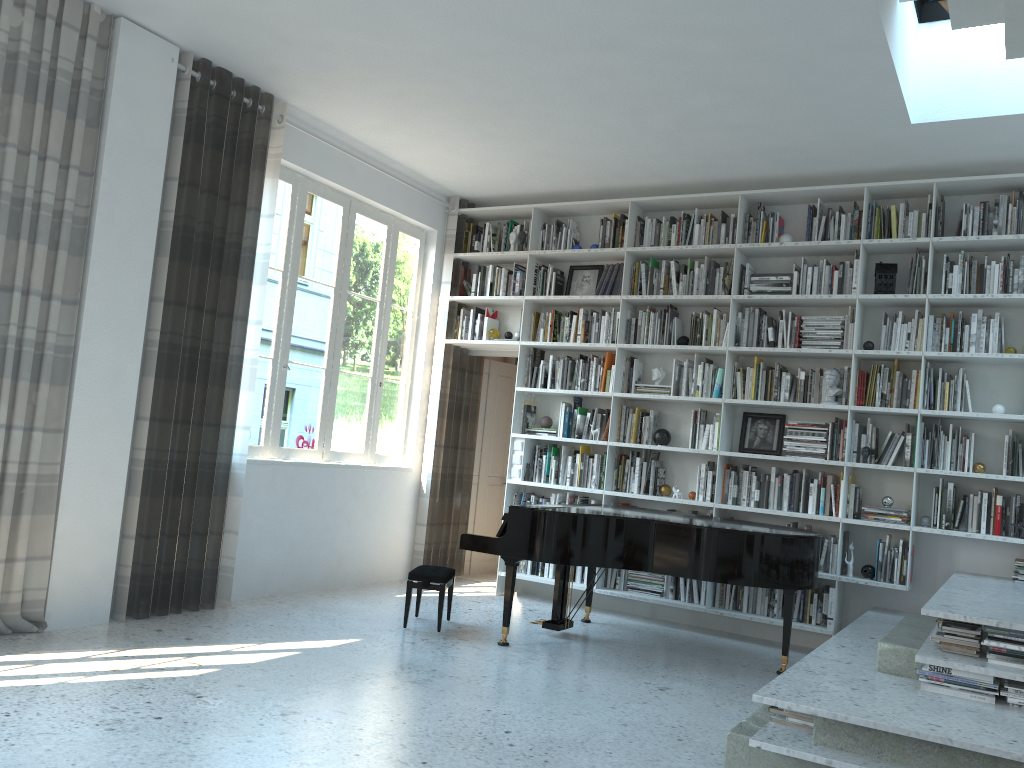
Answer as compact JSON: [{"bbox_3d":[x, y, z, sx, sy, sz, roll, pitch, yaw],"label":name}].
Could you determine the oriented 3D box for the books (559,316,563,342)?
[{"bbox_3d":[0.426,-0.417,7.128,0.012,0.230,0.149,3,-4,30],"label":"books"}]

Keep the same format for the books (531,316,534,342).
[{"bbox_3d":[0.206,-0.431,7.245,0.022,0.232,0.151,3,-4,30],"label":"books"}]

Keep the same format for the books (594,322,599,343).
[{"bbox_3d":[0.689,-0.381,6.969,0.022,0.186,0.137,3,-4,30],"label":"books"}]

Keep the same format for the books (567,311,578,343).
[{"bbox_3d":[0.493,-0.435,7.079,0.014,0.272,0.180,3,-4,30],"label":"books"}]

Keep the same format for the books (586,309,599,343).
[{"bbox_3d":[0.637,-0.434,7.004,0.025,0.286,0.161,3,-4,30],"label":"books"}]

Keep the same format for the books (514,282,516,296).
[{"bbox_3d":[0.073,-0.778,7.371,0.031,0.182,0.151,3,-4,30],"label":"books"}]

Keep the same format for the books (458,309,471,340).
[{"bbox_3d":[-0.394,-0.488,7.589,0.023,0.281,0.170,3,-4,30],"label":"books"}]

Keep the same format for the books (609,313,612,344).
[{"bbox_3d":[0.806,-0.414,6.911,0.024,0.265,0.155,3,-4,30],"label":"books"}]

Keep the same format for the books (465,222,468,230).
[{"bbox_3d":[-0.383,-1.232,7.677,0.012,0.307,0.180,3,-4,30],"label":"books"}]

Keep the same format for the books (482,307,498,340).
[{"bbox_3d":[-0.185,-0.485,7.472,0.013,0.298,0.179,3,-4,30],"label":"books"}]

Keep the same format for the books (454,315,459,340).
[{"bbox_3d":[-0.436,-0.463,7.609,0.013,0.228,0.179,3,-4,30],"label":"books"}]

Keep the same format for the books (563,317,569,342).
[{"bbox_3d":[0.469,-0.410,7.084,0.031,0.217,0.173,3,-4,30],"label":"books"}]

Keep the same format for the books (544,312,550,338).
[{"bbox_3d":[0.308,-0.440,7.188,0.010,0.262,0.151,3,-4,30],"label":"books"}]

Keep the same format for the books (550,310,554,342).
[{"bbox_3d":[0.359,-0.447,7.157,0.020,0.280,0.164,3,-4,30],"label":"books"}]

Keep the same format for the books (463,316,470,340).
[{"bbox_3d":[-0.358,-0.455,7.565,0.010,0.220,0.181,3,-4,30],"label":"books"}]

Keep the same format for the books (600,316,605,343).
[{"bbox_3d":[0.739,-0.402,6.923,0.030,0.230,0.172,3,-4,30],"label":"books"}]

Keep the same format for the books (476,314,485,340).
[{"bbox_3d":[-0.238,-0.458,7.475,0.021,0.236,0.189,3,-4,30],"label":"books"}]

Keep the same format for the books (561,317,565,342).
[{"bbox_3d":[0.439,-0.411,7.101,0.014,0.218,0.164,3,-4,30],"label":"books"}]

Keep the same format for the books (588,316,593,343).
[{"bbox_3d":[0.646,-0.408,6.983,0.013,0.232,0.171,3,-4,30],"label":"books"}]

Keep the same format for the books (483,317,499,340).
[{"bbox_3d":[-0.177,-0.442,7.447,0.029,0.211,0.187,3,-4,30],"label":"books"}]

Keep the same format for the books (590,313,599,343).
[{"bbox_3d":[0.672,-0.419,6.986,0.029,0.260,0.158,3,-4,30],"label":"books"}]

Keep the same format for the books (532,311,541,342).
[{"bbox_3d":[0.218,-0.446,7.230,0.012,0.263,0.180,3,-4,30],"label":"books"}]

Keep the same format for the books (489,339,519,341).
[{"bbox_3d":[-0.032,-0.357,7.378,0.285,0.012,0.159,3,-5,32],"label":"books"}]

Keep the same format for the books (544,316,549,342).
[{"bbox_3d":[0.322,-0.423,7.173,0.030,0.229,0.172,3,-4,30],"label":"books"}]

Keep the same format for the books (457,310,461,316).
[{"bbox_3d":[-0.449,-0.487,7.607,0.011,0.272,0.189,3,-4,30],"label":"books"}]

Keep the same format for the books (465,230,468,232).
[{"bbox_3d":[-0.369,-1.197,7.680,0.011,0.241,0.151,3,-4,30],"label":"books"}]

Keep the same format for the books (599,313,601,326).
[{"bbox_3d":[0.714,-0.416,6.965,0.035,0.260,0.131,3,-4,30],"label":"books"}]

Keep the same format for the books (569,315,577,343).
[{"bbox_3d":[0.520,-0.416,7.066,0.047,0.238,0.162,3,-4,30],"label":"books"}]

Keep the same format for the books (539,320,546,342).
[{"bbox_3d":[0.281,-0.409,7.181,0.026,0.195,0.175,3,-4,30],"label":"books"}]

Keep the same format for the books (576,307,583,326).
[{"bbox_3d":[0.551,-0.447,7.055,0.014,0.303,0.151,3,-4,30],"label":"books"}]

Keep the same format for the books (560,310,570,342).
[{"bbox_3d":[0.437,-0.440,7.120,0.012,0.277,0.150,3,-4,30],"label":"books"}]

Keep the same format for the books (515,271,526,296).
[{"bbox_3d":[0.091,-0.802,7.338,0.029,0.229,0.191,3,-4,30],"label":"books"}]

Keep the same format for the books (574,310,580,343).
[{"bbox_3d":[0.556,-0.432,7.029,0.023,0.271,0.187,3,-4,30],"label":"books"}]

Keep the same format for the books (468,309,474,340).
[{"bbox_3d":[-0.312,-0.483,7.551,0.022,0.281,0.156,3,-4,30],"label":"books"}]

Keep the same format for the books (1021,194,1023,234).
[{"bbox_3d":[3.213,-1.031,5.585,0.006,0.289,0.155,3,-4,30],"label":"books"}]

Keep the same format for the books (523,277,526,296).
[{"bbox_3d":[0.145,-0.778,7.321,0.026,0.187,0.154,3,-4,30],"label":"books"}]

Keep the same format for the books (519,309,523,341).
[{"bbox_3d":[0.110,-0.462,7.300,0.012,0.285,0.159,3,-4,30],"label":"books"}]

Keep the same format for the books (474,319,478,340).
[{"bbox_3d":[-0.259,-0.436,7.506,0.024,0.193,0.181,3,-4,30],"label":"books"}]

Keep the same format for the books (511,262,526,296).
[{"bbox_3d":[0.053,-0.841,7.372,0.012,0.303,0.189,3,-4,30],"label":"books"}]

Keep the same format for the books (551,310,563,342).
[{"bbox_3d":[0.367,-0.446,7.140,0.011,0.277,0.164,3,-4,30],"label":"books"}]

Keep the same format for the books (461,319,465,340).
[{"bbox_3d":[-0.372,-0.444,7.581,0.029,0.197,0.160,3,-4,30],"label":"books"}]

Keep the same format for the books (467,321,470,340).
[{"bbox_3d":[-0.331,-0.434,7.576,0.029,0.185,0.135,3,-4,30],"label":"books"}]

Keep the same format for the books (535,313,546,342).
[{"bbox_3d":[0.258,-0.440,7.226,0.062,0.258,0.153,3,-4,30],"label":"books"}]

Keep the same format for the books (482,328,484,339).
[{"bbox_3d":[-0.198,-0.430,7.496,0.029,0.191,0.134,3,-4,30],"label":"books"}]

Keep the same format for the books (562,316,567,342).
[{"bbox_3d":[0.454,-0.416,7.101,0.011,0.229,0.170,3,-4,30],"label":"books"}]

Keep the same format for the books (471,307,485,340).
[{"bbox_3d":[-0.277,-0.490,7.507,0.013,0.297,0.187,3,-4,30],"label":"books"}]

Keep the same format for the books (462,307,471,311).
[{"bbox_3d":[-0.397,-0.496,7.619,0.013,0.302,0.135,3,-4,30],"label":"books"}]

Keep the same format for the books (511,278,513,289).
[{"bbox_3d":[0.042,-0.786,7.400,0.029,0.197,0.144,3,-4,30],"label":"books"}]

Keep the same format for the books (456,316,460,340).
[{"bbox_3d":[-0.424,-0.460,7.603,0.013,0.222,0.163,3,-4,30],"label":"books"}]

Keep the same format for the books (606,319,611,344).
[{"bbox_3d":[0.783,-0.387,6.911,0.013,0.206,0.172,3,-4,30],"label":"books"}]

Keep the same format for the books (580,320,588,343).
[{"bbox_3d":[0.596,-0.393,6.991,0.029,0.195,0.192,3,-4,30],"label":"books"}]

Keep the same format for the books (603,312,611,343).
[{"bbox_3d":[0.764,-0.417,6.910,0.022,0.263,0.174,3,-4,30],"label":"books"}]

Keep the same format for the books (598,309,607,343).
[{"bbox_3d":[0.726,-0.427,6.939,0.012,0.280,0.188,3,-4,30],"label":"books"}]

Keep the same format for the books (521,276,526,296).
[{"bbox_3d":[0.129,-0.781,7.347,0.029,0.195,0.146,3,-4,30],"label":"books"}]

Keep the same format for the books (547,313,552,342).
[{"bbox_3d":[0.341,-0.434,7.161,0.014,0.252,0.187,3,-4,30],"label":"books"}]

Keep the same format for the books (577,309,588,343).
[{"bbox_3d":[0.577,-0.439,7.012,0.030,0.285,0.185,3,-4,30],"label":"books"}]

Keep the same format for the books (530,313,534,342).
[{"bbox_3d":[0.197,-0.441,7.262,0.012,0.254,0.161,3,-4,30],"label":"books"}]

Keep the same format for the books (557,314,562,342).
[{"bbox_3d":[0.399,-0.428,7.139,0.047,0.249,0.134,3,-4,30],"label":"books"}]
